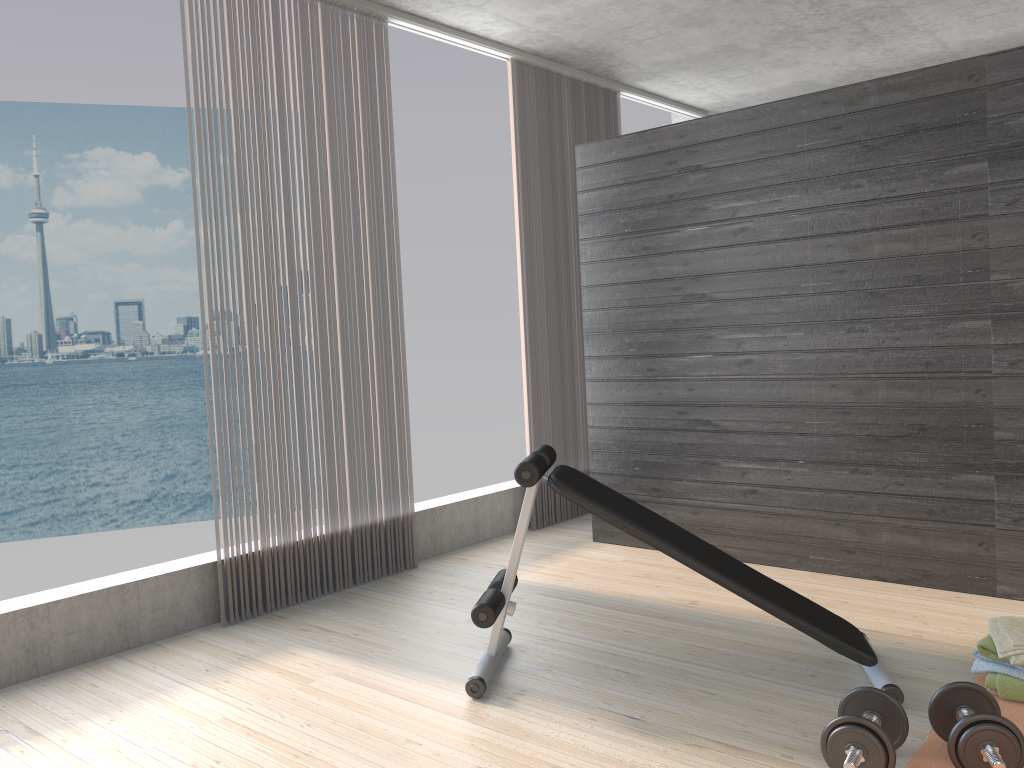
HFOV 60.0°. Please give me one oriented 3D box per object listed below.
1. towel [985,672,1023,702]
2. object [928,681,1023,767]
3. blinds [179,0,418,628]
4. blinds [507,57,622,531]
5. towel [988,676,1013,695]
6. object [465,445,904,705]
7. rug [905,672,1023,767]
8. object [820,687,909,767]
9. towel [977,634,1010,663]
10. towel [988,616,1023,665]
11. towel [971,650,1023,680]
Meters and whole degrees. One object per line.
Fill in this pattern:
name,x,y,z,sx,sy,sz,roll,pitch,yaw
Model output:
towel,1.653,0.872,2.665,0.367,0.081,0.380,0,4,39
object,1.163,0.871,2.227,0.176,0.176,0.385,-2,3,13
blinds,-0.916,-0.402,4.031,0.069,2.744,1.133,0,4,41
blinds,0.410,-0.548,5.567,0.069,2.744,1.133,0,4,41
towel,1.673,0.893,2.676,0.371,0.044,0.376,0,4,40
object,0.522,0.584,2.918,1.312,0.746,0.505,-2,3,10
rug,1.003,0.999,1.708,0.716,0.002,2.779,0,4,41
object,0.899,0.892,2.255,0.176,0.176,0.385,-1,4,32
towel,1.655,0.807,2.711,0.376,0.085,0.371,-6,4,-44
towel,1.652,0.755,2.680,0.373,0.123,0.384,-1,3,25
towel,1.648,0.845,2.688,0.383,0.078,0.383,-5,4,-32
